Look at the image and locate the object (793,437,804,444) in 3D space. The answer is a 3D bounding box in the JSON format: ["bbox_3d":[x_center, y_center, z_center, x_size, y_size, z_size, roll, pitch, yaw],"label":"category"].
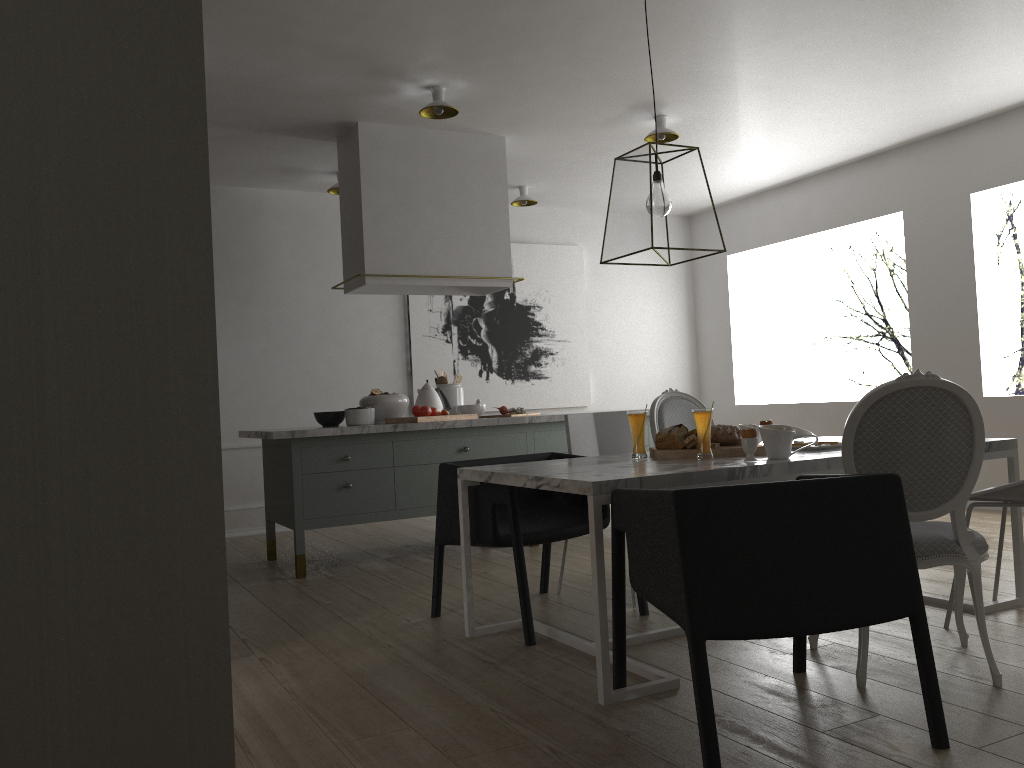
[{"bbox_3d":[1.038,0.199,3.211,0.036,0.060,0.036,-3,-1,13],"label":"object"}]

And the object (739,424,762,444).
[{"bbox_3d":[0.968,0.201,3.527,0.138,0.085,0.089,-2,-2,-32],"label":"object"}]

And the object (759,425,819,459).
[{"bbox_3d":[0.862,0.179,2.781,0.170,0.105,0.110,-3,-1,-7],"label":"object"}]

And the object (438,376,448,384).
[{"bbox_3d":[-0.377,0.078,5.257,0.061,0.251,0.117,-4,-2,42],"label":"object"}]

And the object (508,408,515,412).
[{"bbox_3d":[-0.001,0.158,5.230,0.057,0.039,0.049,-2,-1,-31],"label":"object"}]

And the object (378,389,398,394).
[{"bbox_3d":[-0.704,0.069,4.949,0.167,0.091,0.071,-3,-1,-2],"label":"object"}]

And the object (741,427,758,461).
[{"bbox_3d":[0.723,0.183,2.700,0.050,0.101,0.050,-2,-1,-32],"label":"object"}]

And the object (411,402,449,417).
[{"bbox_3d":[-0.431,0.134,4.739,0.194,0.079,0.135,-2,-2,-39],"label":"object"}]

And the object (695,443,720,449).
[{"bbox_3d":[0.666,0.209,2.993,0.068,0.017,0.077,-4,-2,40],"label":"object"}]

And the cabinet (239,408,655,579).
[{"bbox_3d":[-0.264,0.561,5.105,2.360,0.721,0.870,-2,-1,-27],"label":"cabinet"}]

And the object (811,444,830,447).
[{"bbox_3d":[1.077,0.217,3.087,0.032,0.013,0.132,-4,-2,37],"label":"object"}]

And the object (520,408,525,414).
[{"bbox_3d":[0.057,0.155,5.136,0.035,0.036,0.037,-2,-2,-39],"label":"object"}]

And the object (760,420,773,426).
[{"bbox_3d":[0.969,0.185,3.370,0.050,0.101,0.050,-2,-1,-21],"label":"object"}]

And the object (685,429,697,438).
[{"bbox_3d":[0.645,0.187,3.063,0.074,0.067,0.079,-4,-2,34],"label":"object"}]

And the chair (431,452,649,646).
[{"bbox_3d":[0.082,0.574,3.319,0.569,0.597,0.609,-2,-2,-37],"label":"chair"}]

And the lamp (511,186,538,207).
[{"bbox_3d":[0.086,-1.376,6.487,0.197,0.130,0.197,-2,-2,-42],"label":"lamp"}]

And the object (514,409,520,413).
[{"bbox_3d":[0.031,0.154,5.106,0.034,0.037,0.033,-4,-2,40],"label":"object"}]

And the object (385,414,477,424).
[{"bbox_3d":[-0.431,0.186,4.752,0.400,0.030,0.290,-2,-2,-42],"label":"object"}]

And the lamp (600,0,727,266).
[{"bbox_3d":[0.483,-0.983,3.042,0.584,1.108,0.584,-3,-1,-12],"label":"lamp"}]

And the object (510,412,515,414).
[{"bbox_3d":[0.005,0.165,5.074,0.030,0.017,0.013,-3,-1,-19],"label":"object"}]

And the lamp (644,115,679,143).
[{"bbox_3d":[0.845,-1.447,5.025,0.197,0.130,0.197,-4,-2,38],"label":"lamp"}]

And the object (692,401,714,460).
[{"bbox_3d":[0.624,0.151,2.888,0.071,0.188,0.071,-3,-1,-7],"label":"object"}]

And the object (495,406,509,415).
[{"bbox_3d":[-0.062,0.153,5.150,0.090,0.051,0.050,-4,-1,26],"label":"object"}]

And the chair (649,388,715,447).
[{"bbox_3d":[0.868,0.423,3.952,0.480,0.833,0.505,-2,-1,-30],"label":"chair"}]

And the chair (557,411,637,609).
[{"bbox_3d":[0.484,0.486,3.652,0.470,0.745,0.439,-2,-2,-37],"label":"chair"}]

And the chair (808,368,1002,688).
[{"bbox_3d":[1.103,0.379,2.500,0.480,0.833,0.505,-3,-1,5],"label":"chair"}]

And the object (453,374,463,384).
[{"bbox_3d":[-0.356,0.072,5.245,0.149,0.262,0.054,-3,-1,-13],"label":"object"}]

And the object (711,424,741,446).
[{"bbox_3d":[0.753,0.179,3.146,0.151,0.075,0.157,-3,-1,8],"label":"object"}]

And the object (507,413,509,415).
[{"bbox_3d":[-0.024,0.170,5.051,0.015,0.010,0.028,-4,-2,37],"label":"object"}]

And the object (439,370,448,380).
[{"bbox_3d":[-0.406,0.060,5.331,0.056,0.296,0.131,-3,-1,-8],"label":"object"}]

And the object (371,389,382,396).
[{"bbox_3d":[-0.742,0.048,4.830,0.054,0.048,0.061,-4,-1,26],"label":"object"}]

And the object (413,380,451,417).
[{"bbox_3d":[-0.467,0.092,5.078,0.204,0.236,0.178,-3,-1,9],"label":"object"}]

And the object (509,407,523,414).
[{"bbox_3d":[0.008,0.159,5.105,0.116,0.058,0.224,-3,-1,8],"label":"object"}]

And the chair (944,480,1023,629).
[{"bbox_3d":[1.682,0.406,2.859,0.470,0.745,0.439,-2,-2,-42],"label":"chair"}]

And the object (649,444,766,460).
[{"bbox_3d":[0.673,0.233,3.084,0.360,0.031,0.260,-3,-1,2],"label":"object"}]

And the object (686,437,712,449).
[{"bbox_3d":[0.639,0.192,3.007,0.073,0.055,0.083,-4,-2,39],"label":"object"}]

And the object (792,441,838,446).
[{"bbox_3d":[1.072,0.219,3.175,0.197,0.014,0.068,-3,-1,0],"label":"object"}]

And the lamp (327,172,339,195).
[{"bbox_3d":[-1.123,-1.328,5.857,0.197,0.130,0.197,-2,-2,-33],"label":"lamp"}]

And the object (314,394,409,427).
[{"bbox_3d":[-0.806,0.144,4.837,0.364,0.156,0.491,-4,-2,39],"label":"object"}]

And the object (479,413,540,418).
[{"bbox_3d":[-0.011,0.182,5.136,0.220,0.012,0.330,-4,-2,32],"label":"object"}]

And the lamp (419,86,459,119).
[{"bbox_3d":[-0.364,-1.399,4.395,0.197,0.130,0.197,-3,-1,7],"label":"lamp"}]

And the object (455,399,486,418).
[{"bbox_3d":[-0.233,0.145,5.175,0.159,0.110,0.172,-3,-1,18],"label":"object"}]

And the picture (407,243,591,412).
[{"bbox_3d":[-0.077,-0.450,6.939,1.545,1.315,0.039,-2,-1,-27],"label":"picture"}]

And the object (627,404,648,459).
[{"bbox_3d":[0.437,0.165,3.073,0.071,0.188,0.071,-3,-1,-7],"label":"object"}]

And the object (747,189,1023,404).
[{"bbox_3d":[3.630,0.854,4.993,0.001,8.324,10.834,-2,-1,-27],"label":"object"}]

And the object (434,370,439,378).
[{"bbox_3d":[-0.387,0.060,5.290,0.141,0.290,0.064,-3,-1,-14],"label":"object"}]

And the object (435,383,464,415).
[{"bbox_3d":[-0.374,0.105,5.289,0.174,0.208,0.174,-3,-1,-10],"label":"object"}]

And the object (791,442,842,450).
[{"bbox_3d":[1.078,0.221,3.167,0.212,0.014,0.212,-2,-1,-28],"label":"object"}]

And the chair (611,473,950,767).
[{"bbox_3d":[0.598,0.522,2.165,0.569,0.597,0.609,-3,-1,-13],"label":"chair"}]

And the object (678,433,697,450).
[{"bbox_3d":[0.611,0.192,3.015,0.072,0.057,0.083,-4,-2,38],"label":"object"}]

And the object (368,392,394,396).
[{"bbox_3d":[-0.710,0.080,4.891,0.154,0.074,0.135,-2,-2,-32],"label":"object"}]

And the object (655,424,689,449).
[{"bbox_3d":[0.554,0.182,3.077,0.090,0.087,0.086,-4,-2,40],"label":"object"}]

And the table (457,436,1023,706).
[{"bbox_3d":[0.813,0.533,3.104,1.781,0.583,0.870,-2,-1,-27],"label":"table"}]

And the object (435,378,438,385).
[{"bbox_3d":[-0.409,0.083,5.323,0.114,0.247,0.050,-2,-1,-23],"label":"object"}]

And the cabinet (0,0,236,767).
[{"bbox_3d":[-1.930,-0.223,2.928,0.947,2.377,5.433,-2,-1,-27],"label":"cabinet"}]
